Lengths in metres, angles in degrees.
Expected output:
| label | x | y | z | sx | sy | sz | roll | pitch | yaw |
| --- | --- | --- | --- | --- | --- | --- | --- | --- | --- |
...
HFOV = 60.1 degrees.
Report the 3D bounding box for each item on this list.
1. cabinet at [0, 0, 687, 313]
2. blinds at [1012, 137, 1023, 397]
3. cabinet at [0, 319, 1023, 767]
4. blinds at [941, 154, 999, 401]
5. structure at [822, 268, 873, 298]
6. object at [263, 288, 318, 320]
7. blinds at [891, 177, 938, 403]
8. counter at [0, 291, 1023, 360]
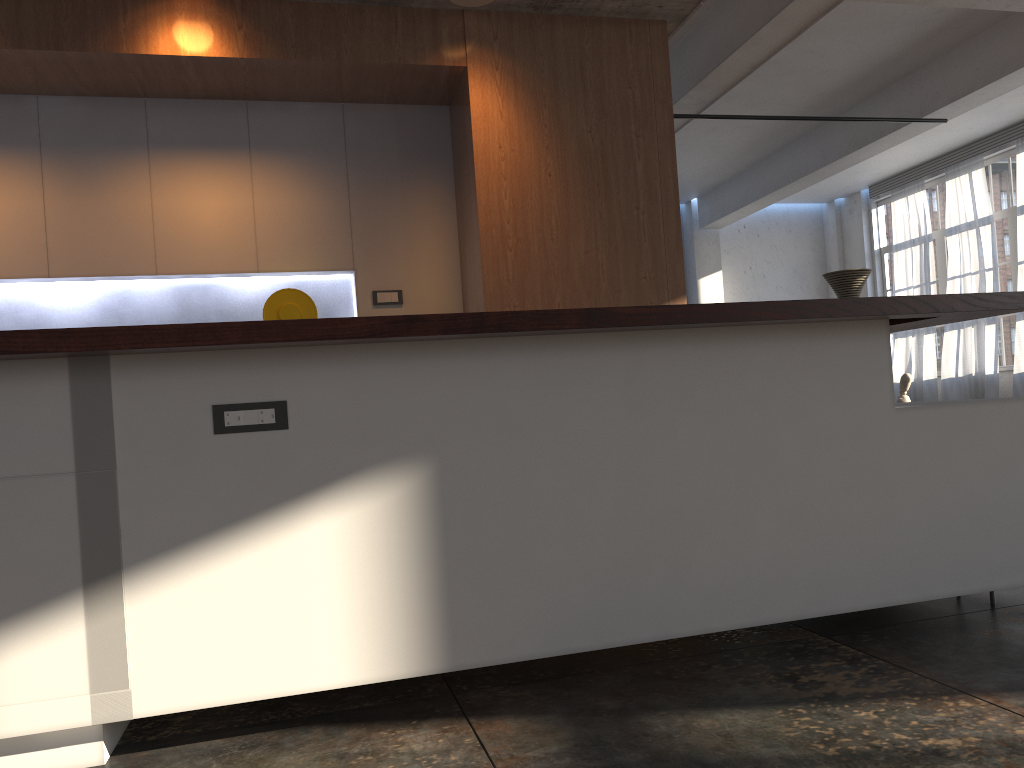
| label | x | y | z | sx | sy | sz | roll | pitch | yaw |
| --- | --- | --- | --- | --- | --- | --- | --- | --- | --- |
| cabinet | -3.312 | -0.335 | 4.668 | 8.191 | 2.562 | 2.355 | -4 | -1 | -15 |
| blinds | 6.649 | -1.530 | 11.047 | 0.365 | 3.674 | 1.021 | -4 | -1 | -15 |
| cabinet | -1.226 | 0.438 | 2.300 | 5.707 | 0.930 | 0.913 | -4 | -1 | -15 |
| blinds | 6.351 | -1.468 | 12.339 | 0.318 | 3.712 | 1.014 | -4 | -1 | -15 |
| structure | 4.649 | -0.358 | 12.052 | 0.684 | 2.326 | 0.742 | -4 | -1 | -14 |
| object | -1.101 | -0.285 | 4.437 | 0.277 | 0.381 | 0.098 | -4 | -1 | -15 |
| blinds | 6.065 | -1.419 | 13.482 | 0.343 | 3.696 | 1.023 | -4 | -1 | -17 |
| counter | -1.825 | 0.446 | 2.145 | 6.725 | 0.971 | 1.130 | -4 | -1 | -15 |
